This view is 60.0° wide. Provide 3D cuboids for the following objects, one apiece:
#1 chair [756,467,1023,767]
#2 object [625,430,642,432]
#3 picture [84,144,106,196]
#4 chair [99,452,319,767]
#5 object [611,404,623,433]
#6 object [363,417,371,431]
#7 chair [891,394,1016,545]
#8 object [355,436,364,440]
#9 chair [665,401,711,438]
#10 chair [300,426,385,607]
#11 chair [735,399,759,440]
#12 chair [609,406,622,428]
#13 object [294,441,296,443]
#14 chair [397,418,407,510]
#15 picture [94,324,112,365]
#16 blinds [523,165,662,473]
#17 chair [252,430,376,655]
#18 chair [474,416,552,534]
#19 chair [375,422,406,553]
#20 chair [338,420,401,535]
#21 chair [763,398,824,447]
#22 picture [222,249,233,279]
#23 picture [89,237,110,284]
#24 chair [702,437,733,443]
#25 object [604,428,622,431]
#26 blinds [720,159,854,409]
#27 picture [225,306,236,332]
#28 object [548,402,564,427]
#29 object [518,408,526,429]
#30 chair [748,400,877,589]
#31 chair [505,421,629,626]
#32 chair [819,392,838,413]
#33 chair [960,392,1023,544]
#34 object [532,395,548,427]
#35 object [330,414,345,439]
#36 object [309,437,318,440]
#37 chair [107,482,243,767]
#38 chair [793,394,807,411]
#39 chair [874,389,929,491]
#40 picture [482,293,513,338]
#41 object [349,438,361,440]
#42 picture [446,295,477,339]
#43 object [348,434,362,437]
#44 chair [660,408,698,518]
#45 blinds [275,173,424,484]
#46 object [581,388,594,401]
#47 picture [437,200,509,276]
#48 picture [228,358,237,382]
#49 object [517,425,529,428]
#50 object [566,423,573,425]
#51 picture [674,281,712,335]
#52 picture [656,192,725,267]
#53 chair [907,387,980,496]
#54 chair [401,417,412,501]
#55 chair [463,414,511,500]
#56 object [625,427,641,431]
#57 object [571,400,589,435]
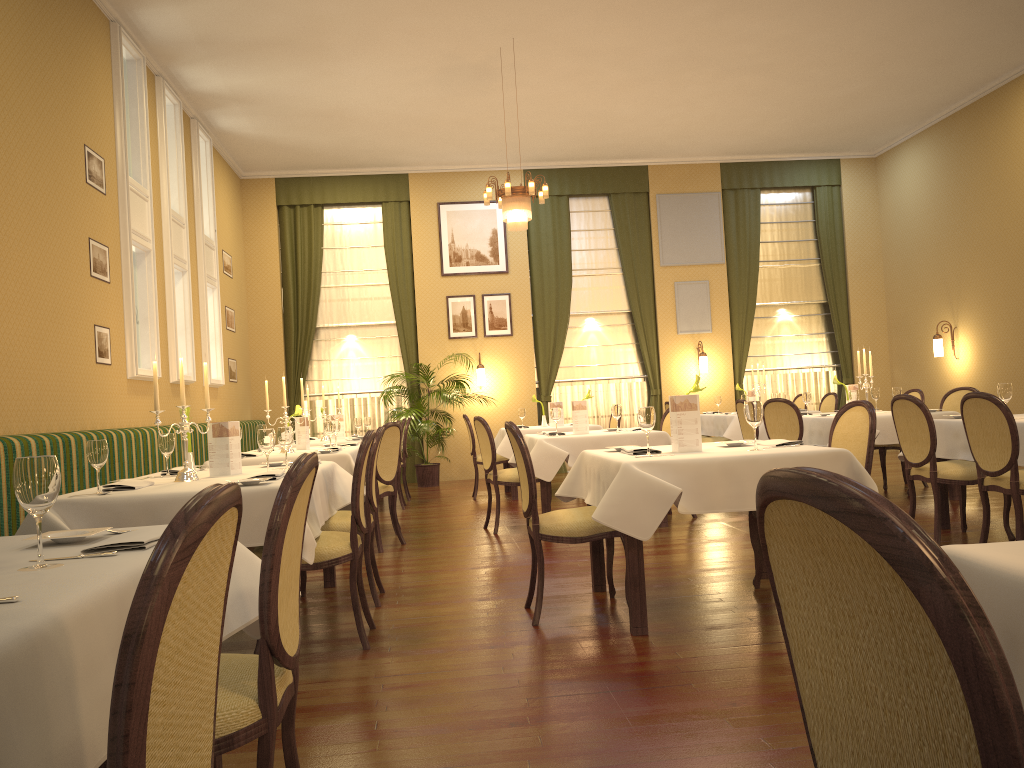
[{"bbox_3d":[0.590,0.547,0.928,0.571,0.955,0.530,-3,-1,-5],"label":"chair"},{"bbox_3d":[0.998,0.381,7.233,0.185,0.010,0.017,-3,-1,-5],"label":"object"},{"bbox_3d":[-3.218,-1.650,6.850,0.008,0.294,0.401,-3,-1,-5],"label":"picture"},{"bbox_3d":[-0.695,0.646,1.953,0.571,0.955,0.530,-3,-1,-5],"label":"chair"},{"bbox_3d":[0.844,0.278,7.129,0.088,0.229,0.088,-4,-2,37],"label":"object"},{"bbox_3d":[-1.651,0.492,10.142,0.088,0.229,0.088,-5,-2,43],"label":"object"},{"bbox_3d":[2.791,0.527,5.700,0.571,0.955,0.530,-3,-1,-5],"label":"chair"},{"bbox_3d":[-1.631,0.577,9.477,0.142,0.033,0.273,-3,-1,-5],"label":"object"},{"bbox_3d":[2.274,0.685,11.338,0.571,0.955,0.530,-3,-1,-5],"label":"chair"},{"bbox_3d":[-0.964,0.728,4.884,0.571,0.955,0.530,-3,-1,-5],"label":"chair"},{"bbox_3d":[2.518,0.610,8.677,0.571,0.955,0.530,-3,-1,-5],"label":"chair"},{"bbox_3d":[0.991,0.733,10.131,0.571,0.955,0.530,-3,-1,-5],"label":"chair"},{"bbox_3d":[-2.224,0.609,9.388,0.142,0.033,0.273,-3,-1,-5],"label":"object"},{"bbox_3d":[-1.382,0.855,9.430,0.571,0.955,0.530,-3,-1,-5],"label":"chair"},{"bbox_3d":[-3.137,-0.297,6.801,0.008,0.294,0.313,-3,-1,-5],"label":"picture"},{"bbox_3d":[1.206,-1.014,12.897,1.878,4.537,0.129,-3,-1,-5],"label":"blinds"},{"bbox_3d":[-0.889,0.705,4.051,0.571,0.955,0.530,-3,-1,-5],"label":"chair"},{"bbox_3d":[-0.005,0.729,7.389,0.571,0.955,0.530,-3,-1,-15],"label":"chair"},{"bbox_3d":[-1.132,0.781,6.772,0.571,0.955,0.530,-4,-1,20],"label":"chair"},{"bbox_3d":[-1.211,0.804,7.583,0.571,0.955,0.530,-3,-1,-5],"label":"chair"},{"bbox_3d":[2.577,0.590,7.928,0.571,0.955,0.530,-3,-2,-30],"label":"chair"},{"bbox_3d":[-3.626,-1.525,11.305,0.008,0.294,0.504,-3,-1,-5],"label":"picture"},{"bbox_3d":[-3.177,-0.947,6.834,0.008,0.294,0.401,-3,-1,-5],"label":"picture"},{"bbox_3d":[2.345,0.663,10.569,0.571,0.955,0.530,-3,-1,-5],"label":"chair"},{"bbox_3d":[0.849,0.390,7.515,0.160,0.024,0.160,-3,-1,-5],"label":"object"},{"bbox_3d":[4.107,-1.177,13.168,1.876,4.537,0.129,-3,-1,-5],"label":"blinds"},{"bbox_3d":[-3.585,-0.822,11.289,0.008,0.294,0.504,-3,-1,-5],"label":"picture"},{"bbox_3d":[0.497,0.340,9.967,0.166,0.277,0.081,-3,-1,1],"label":"object"},{"bbox_3d":[0.113,0.383,9.889,0.088,0.229,0.088,-5,-2,43],"label":"object"},{"bbox_3d":[1.515,0.572,4.418,0.571,0.955,0.530,-3,-1,-5],"label":"chair"},{"bbox_3d":[0.276,0.643,4.354,0.571,0.955,0.530,-3,-1,-5],"label":"chair"},{"bbox_3d":[3.590,0.590,10.563,0.571,0.955,0.530,-3,-1,-5],"label":"chair"},{"bbox_3d":[2.861,0.505,4.931,0.571,0.955,0.530,-3,-1,-5],"label":"chair"},{"bbox_3d":[0.316,0.303,10.097,0.163,0.375,0.076,-4,-1,17],"label":"object"},{"bbox_3d":[-1.976,0.485,9.977,0.166,0.277,0.081,-4,-1,11],"label":"object"},{"bbox_3d":[-2.349,0.638,10.350,0.142,0.033,0.273,-3,-1,-5],"label":"object"},{"bbox_3d":[-0.621,0.622,1.121,0.571,0.955,0.530,-3,-1,-5],"label":"chair"},{"bbox_3d":[3.513,0.614,11.402,0.571,0.955,0.530,-3,-1,-5],"label":"chair"},{"bbox_3d":[3.757,0.539,8.741,0.571,0.955,0.530,-3,-1,-5],"label":"chair"},{"bbox_3d":[-0.211,-0.986,12.711,0.412,0.619,0.022,-3,-1,-5],"label":"picture"},{"bbox_3d":[-1.606,0.571,9.158,0.160,0.024,0.160,-3,-1,-5],"label":"object"},{"bbox_3d":[-0.717,-0.957,12.663,0.412,0.619,0.022,-3,-1,-5],"label":"picture"},{"bbox_3d":[-1.863,0.616,10.514,0.160,0.024,0.160,-3,-1,-5],"label":"object"},{"bbox_3d":[1.236,0.658,7.475,0.571,0.955,0.530,-3,-1,-25],"label":"chair"},{"bbox_3d":[-2.282,-0.817,12.583,1.934,4.537,0.225,-3,-1,-6],"label":"blinds"},{"bbox_3d":[0.610,0.225,7.421,0.163,0.375,0.076,-3,-1,-28],"label":"object"},{"bbox_3d":[-0.559,-2.092,12.706,0.966,1.057,0.027,-3,-1,-5],"label":"picture"},{"bbox_3d":[-3.546,-0.172,11.260,0.008,0.294,0.437,-3,-1,-5],"label":"picture"},{"bbox_3d":[0.112,0.489,10.092,0.142,0.033,0.273,-3,-1,-5],"label":"object"},{"bbox_3d":[0.715,0.459,10.173,0.142,0.024,0.273,-3,-1,-5],"label":"object"},{"bbox_3d":[2.653,-1.119,12.972,0.512,0.769,0.027,-3,-1,-5],"label":"picture"},{"bbox_3d":[2.620,-2.271,13.001,0.966,1.057,0.027,-3,-1,-5],"label":"picture"},{"bbox_3d":[3.880,0.513,7.889,0.571,0.955,0.530,-3,-1,-25],"label":"chair"},{"bbox_3d":[-1.426,0.877,10.272,0.571,0.955,0.530,-3,-1,-5],"label":"chair"},{"bbox_3d":[-0.248,0.804,10.066,0.571,0.955,0.530,-3,-1,-5],"label":"chair"},{"bbox_3d":[1.046,0.377,7.427,0.142,0.024,0.273,-3,-1,-5],"label":"object"},{"bbox_3d":[0.538,0.278,7.303,0.166,0.277,0.081,-4,-2,41],"label":"object"}]
